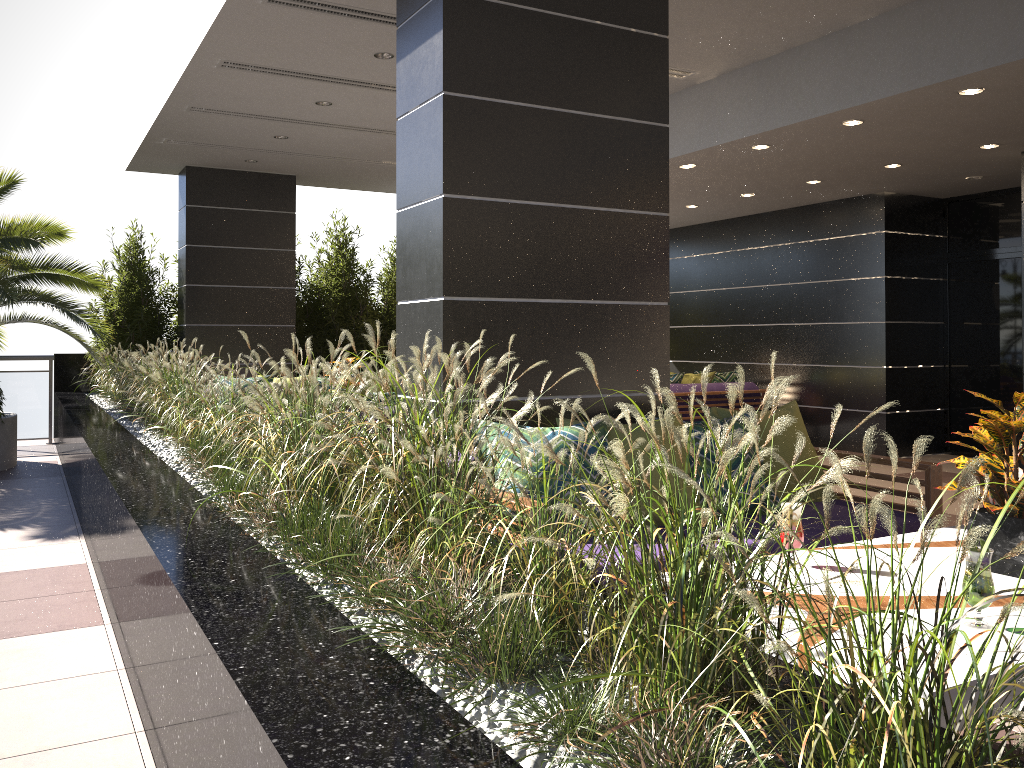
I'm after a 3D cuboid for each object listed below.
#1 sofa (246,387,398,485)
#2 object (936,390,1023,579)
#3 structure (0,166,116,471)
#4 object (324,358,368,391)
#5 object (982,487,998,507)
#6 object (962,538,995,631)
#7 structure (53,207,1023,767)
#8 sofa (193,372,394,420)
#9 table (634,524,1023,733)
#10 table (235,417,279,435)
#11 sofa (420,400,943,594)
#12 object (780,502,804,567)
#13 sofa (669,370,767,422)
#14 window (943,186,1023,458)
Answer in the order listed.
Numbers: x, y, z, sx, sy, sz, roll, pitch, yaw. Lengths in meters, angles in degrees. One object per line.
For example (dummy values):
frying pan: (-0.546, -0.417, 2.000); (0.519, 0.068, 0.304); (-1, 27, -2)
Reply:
sofa: (-0.824, 0.439, 6.726); (2.126, 0.920, 1.119); (-1, 2, -29)
object: (1.462, 0.280, 2.580); (0.430, 0.527, 0.425); (0, 1, -17)
structure: (-5.822, -0.824, 8.354); (3.751, 3.305, 3.802); (0, 1, 14)
object: (-1.465, 0.027, 7.874); (0.430, 0.527, 0.425); (0, 1, -12)
object: (1.678, 0.424, 3.070); (0.084, 0.190, 0.067); (0, 0, -4)
object: (1.092, 0.462, 2.073); (0.069, 0.211, 0.069); (0, -1, 44)
structure: (3.571, -0.457, 2.325); (7.818, 3.123, 24.731); (-1, 3, -29)
sofa: (-2.065, 0.332, 8.974); (2.126, 0.920, 1.119); (-1, 2, -29)
table: (1.457, 0.820, 2.580); (2.037, 0.554, 0.941); (-1, 2, -29)
table: (-1.462, 0.567, 7.867); (2.037, 0.554, 0.941); (-1, 2, -29)
sofa: (0.739, 0.575, 3.895); (2.126, 0.920, 1.119); (-1, 2, -29)
object: (0.837, 0.450, 2.647); (0.069, 0.181, 0.069); (0, 0, 44)
sofa: (1.740, 0.281, 9.955); (2.126, 0.920, 1.119); (-1, 2, -29)
window: (5.099, -0.587, 8.760); (0.108, 2.763, 1.826); (0, 0, -29)
